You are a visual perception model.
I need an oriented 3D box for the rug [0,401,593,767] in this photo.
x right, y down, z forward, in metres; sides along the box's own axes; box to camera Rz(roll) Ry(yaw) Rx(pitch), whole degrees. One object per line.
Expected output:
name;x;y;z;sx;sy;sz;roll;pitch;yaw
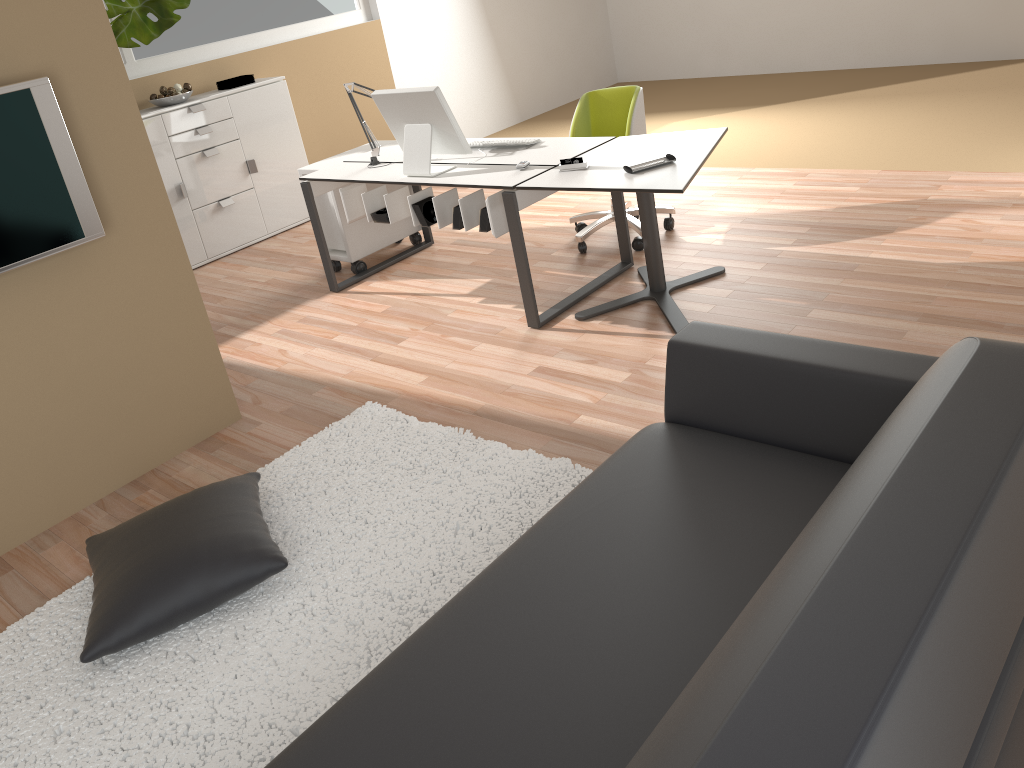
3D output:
rug;-0.700;0.662;2.526;1.464;0.043;2.092;12;34;40

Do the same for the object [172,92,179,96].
object;-2.277;-1.948;5.969;0.057;0.063;0.053;-25;26;-29

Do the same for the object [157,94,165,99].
object;-2.373;-1.927;5.948;0.055;0.059;0.058;-12;23;-1

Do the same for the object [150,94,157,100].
object;-2.423;-1.934;5.968;0.052;0.062;0.058;-1;25;23

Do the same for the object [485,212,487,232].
object;-0.076;-0.777;4.077;0.040;0.109;0.137;8;31;41

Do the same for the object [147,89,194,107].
object;-2.336;-1.955;6.044;0.313;0.061;0.328;-7;26;9

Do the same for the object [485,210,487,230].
object;-0.076;-0.777;4.078;0.040;0.109;0.137;8;31;41

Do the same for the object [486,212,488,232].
object;-0.071;-0.776;4.073;0.040;0.109;0.137;8;31;41

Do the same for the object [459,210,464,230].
object;-0.203;-0.808;4.190;0.040;0.109;0.137;8;31;41

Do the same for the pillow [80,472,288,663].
pillow;-1.020;0.525;2.714;0.588;0.201;0.628;-20;27;-17

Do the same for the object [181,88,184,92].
object;-2.285;-2.020;6.111;0.056;0.063;0.055;1;26;28

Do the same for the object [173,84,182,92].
object;-2.294;-2.027;6.038;0.057;0.064;0.053;-20;24;-19

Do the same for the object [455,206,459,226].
object;-0.223;-0.813;4.209;0.040;0.109;0.137;8;31;41

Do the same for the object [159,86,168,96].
object;-2.398;-2.017;6.060;0.055;0.068;0.053;-29;28;-35

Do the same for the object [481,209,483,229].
object;-0.097;-0.782;4.096;0.040;0.109;0.137;8;31;41

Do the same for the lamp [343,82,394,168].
lamp;-0.595;-1.386;4.718;0.538;0.508;0.146;-7;22;10

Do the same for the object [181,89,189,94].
object;-2.250;-1.999;6.062;0.056;0.061;0.056;-2;25;21

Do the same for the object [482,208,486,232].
object;-0.090;-0.781;4.090;0.040;0.109;0.137;8;31;41

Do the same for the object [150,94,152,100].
object;-2.445;-1.952;6.016;0.056;0.061;0.056;-10;23;4

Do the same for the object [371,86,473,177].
object;-0.445;-1.252;4.330;0.471;0.414;0.204;11;31;42

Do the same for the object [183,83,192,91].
object;-2.245;-2.051;6.089;0.054;0.065;0.054;-28;28;-33

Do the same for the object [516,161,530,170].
object;0.051;-1.021;4.104;0.047;0.020;0.088;0;28;22

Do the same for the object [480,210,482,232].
object;-0.100;-0.783;4.099;0.040;0.109;0.137;8;31;41

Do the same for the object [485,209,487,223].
object;-0.078;-0.778;4.079;0.040;0.109;0.137;8;31;41

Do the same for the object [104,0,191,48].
object;-2.479;-2.258;5.857;0.267;0.811;0.888;6;29;39

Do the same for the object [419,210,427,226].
object;-0.398;-0.855;4.365;0.040;0.109;0.137;8;31;41

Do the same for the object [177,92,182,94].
object;-2.275;-1.966;6.025;0.052;0.063;0.057;4;28;33

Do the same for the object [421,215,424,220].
object;-0.400;-0.855;4.367;0.040;0.109;0.137;8;31;41

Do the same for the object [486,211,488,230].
object;-0.073;-0.776;4.074;0.040;0.109;0.137;8;31;41

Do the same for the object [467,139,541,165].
object;-0.138;-1.198;4.586;0.459;0.077;0.402;9;32;36

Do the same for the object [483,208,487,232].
object;-0.086;-0.780;4.087;0.040;0.109;0.137;8;31;41

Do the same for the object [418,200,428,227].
object;-0.396;-0.854;4.363;0.040;0.109;0.137;8;31;41

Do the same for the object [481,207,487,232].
object;-0.095;-0.782;4.094;0.040;0.109;0.137;8;31;41

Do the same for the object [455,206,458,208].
object;-0.227;-0.814;4.212;0.040;0.109;0.137;8;31;41

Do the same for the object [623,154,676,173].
object;0.579;-0.927;3.702;0.217;0.029;0.093;-18;26;-14

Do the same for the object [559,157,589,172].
object;0.272;-0.981;3.908;0.130;0.053;0.051;-2;25;19

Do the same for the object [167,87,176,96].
object;-2.316;-1.991;5.988;0.055;0.061;0.055;1;26;28

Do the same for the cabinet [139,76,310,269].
cabinet;-2.188;-1.474;6.273;0.420;1.041;1.574;8;31;41

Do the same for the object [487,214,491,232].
object;-0.071;-0.776;4.073;0.040;0.109;0.137;8;31;41

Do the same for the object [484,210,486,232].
object;-0.081;-0.778;4.082;0.040;0.109;0.137;8;31;41

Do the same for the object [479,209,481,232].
object;-0.105;-0.784;4.103;0.040;0.109;0.137;8;31;41

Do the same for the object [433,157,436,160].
object;-0.418;-1.258;4.819;0.140;0.076;0.387;-1;28;22
